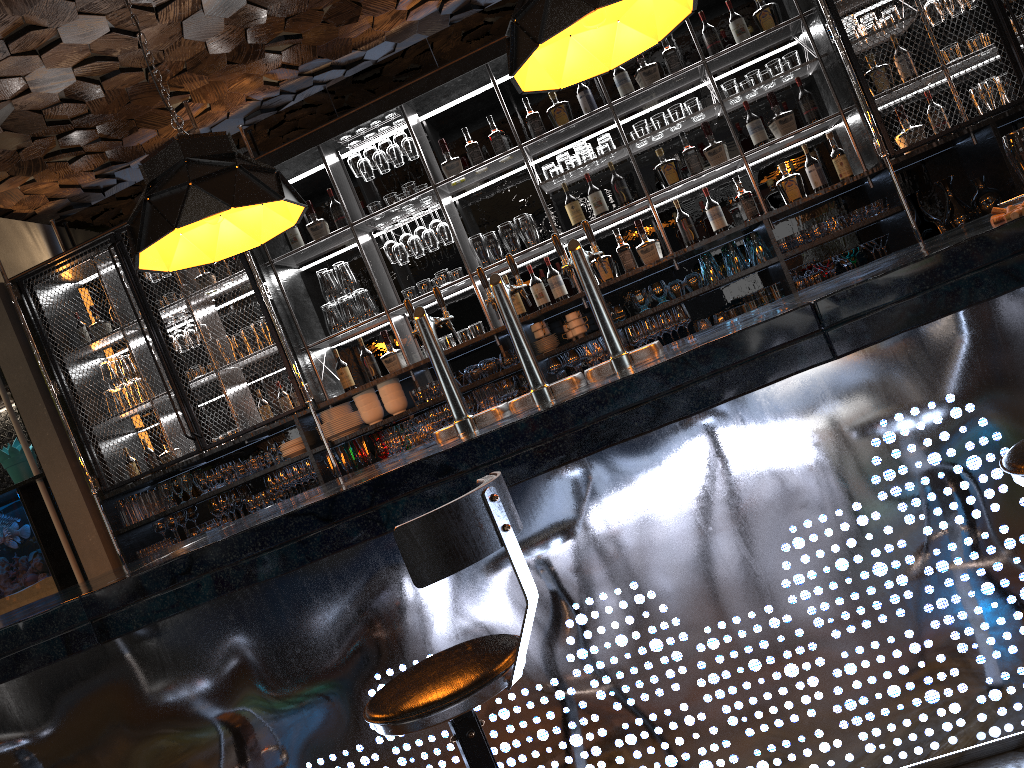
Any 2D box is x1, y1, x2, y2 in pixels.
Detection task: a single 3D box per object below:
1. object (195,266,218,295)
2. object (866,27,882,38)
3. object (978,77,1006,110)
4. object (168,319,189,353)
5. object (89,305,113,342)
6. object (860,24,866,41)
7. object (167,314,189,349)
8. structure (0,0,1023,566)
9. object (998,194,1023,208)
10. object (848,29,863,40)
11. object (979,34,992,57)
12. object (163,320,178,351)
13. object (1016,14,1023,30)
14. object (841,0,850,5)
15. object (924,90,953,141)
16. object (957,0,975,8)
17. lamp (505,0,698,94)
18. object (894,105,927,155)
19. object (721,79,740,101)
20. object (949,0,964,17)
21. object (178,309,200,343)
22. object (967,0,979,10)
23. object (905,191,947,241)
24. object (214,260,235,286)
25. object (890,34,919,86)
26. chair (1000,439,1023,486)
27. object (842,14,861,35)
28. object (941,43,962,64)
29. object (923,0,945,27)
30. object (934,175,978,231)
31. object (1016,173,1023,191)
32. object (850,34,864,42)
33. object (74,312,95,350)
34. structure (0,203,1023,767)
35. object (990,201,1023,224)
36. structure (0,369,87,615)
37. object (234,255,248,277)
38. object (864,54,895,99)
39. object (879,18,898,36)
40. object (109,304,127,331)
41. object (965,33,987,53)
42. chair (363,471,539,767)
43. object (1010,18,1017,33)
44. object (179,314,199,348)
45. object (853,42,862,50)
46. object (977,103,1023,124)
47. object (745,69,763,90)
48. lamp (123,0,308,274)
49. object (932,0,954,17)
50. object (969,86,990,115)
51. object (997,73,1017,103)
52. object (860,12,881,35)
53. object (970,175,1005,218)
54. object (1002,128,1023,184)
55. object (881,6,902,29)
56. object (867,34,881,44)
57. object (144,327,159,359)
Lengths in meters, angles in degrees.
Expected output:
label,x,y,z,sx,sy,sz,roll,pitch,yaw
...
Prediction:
label,x,y,z,sx,sy,sz,roll,pitch,yaw
object,-1.991,-0.704,5.730,0.108,0.244,0.108,-22,0,-1
object,1.985,-1.972,4.897,0.089,0.092,0.089,-22,0,36
object,2.600,-1.542,4.784,0.105,0.209,0.105,-22,0,-4
object,-2.203,-0.315,5.859,0.081,0.213,0.081,-22,0,16
object,-2.734,-0.404,5.867,0.108,0.244,0.108,-22,0,-1
object,2.033,-2.015,5.046,0.089,0.092,0.089,-22,0,-4
object,-2.148,-0.337,5.702,0.081,0.213,0.081,-22,0,16
structure,0.323,-0.710,5.141,6.750,3.553,1.143,-22,0,11
object,1.649,-0.602,2.615,0.273,0.019,0.437,-22,0,11
object,1.877,-1.952,4.892,0.089,0.092,0.089,-22,0,36
object,2.619,-1.882,4.934,0.089,0.092,0.089,-22,0,-14
object,-2.227,-0.305,5.718,0.081,0.213,0.081,-22,0,16
object,2.754,-1.938,4.777,0.089,0.092,0.089,-22,0,-5
object,1.827,-2.272,4.941,0.123,0.279,0.123,-22,0,19
object,2.356,-1.491,4.925,0.086,0.299,0.086,-22,0,-31
object,2.408,-2.158,4.770,0.092,0.244,0.092,-22,0,5
lamp,-0.025,-1.728,2.618,0.582,1.564,0.607,-22,0,11
object,2.203,-1.416,4.939,0.123,0.279,0.123,-22,0,0
object,1.245,-1.668,5.038,0.089,0.092,0.089,-22,0,-4
object,2.436,-2.170,4.933,0.092,0.244,0.092,-22,0,5
object,-2.066,-0.371,5.685,0.081,0.213,0.081,-22,0,16
object,2.526,-2.207,4.914,0.092,0.244,0.092,-22,0,5
object,2.264,-0.908,4.893,0.186,0.307,0.186,-22,0,16
object,-1.867,-0.757,5.704,0.073,0.246,0.072,-22,0,-4
object,2.176,-1.808,4.943,0.086,0.298,0.086,-22,0,-31
chair,1.104,0.299,1.469,0.476,1.108,0.419,-22,0,26
object,1.867,-1.976,4.892,0.089,0.092,0.089,-22,0,36
object,2.388,-1.787,4.809,0.089,0.092,0.089,-22,0,-5
object,2.336,-2.129,4.953,0.092,0.244,0.092,-22,0,5
object,2.425,-0.977,4.860,0.170,0.313,0.170,-22,0,5
object,2.718,-1.053,4.676,0.079,0.231,0.079,-23,0,-44
object,1.885,-1.931,4.892,0.089,0.092,0.089,-22,0,36
object,-2.873,-0.357,5.934,0.075,0.260,0.075,-22,0,-31
structure,-0.013,0.443,2.764,6.009,1.685,1.214,-22,0,11
object,1.243,-0.434,2.126,0.377,0.045,0.198,-23,0,-41
structure,-4.862,1.325,6.368,4.269,3.734,0.705,-22,0,11
object,-1.735,-0.811,5.677,0.073,0.246,0.072,-22,0,26
object,2.043,-1.726,4.957,0.151,0.248,0.094,-22,0,20
object,2.131,-2.033,5.022,0.089,0.092,0.089,-22,0,36
object,-2.612,-0.465,5.857,0.075,0.261,0.075,-22,0,-31
object,2.536,-1.848,4.837,0.089,0.092,0.089,-22,0,11
chair,-0.010,0.758,1.645,0.476,1.108,0.419,-22,0,26
object,2.656,-1.897,4.750,0.089,0.092,0.089,-22,0,-5
object,-2.124,-0.347,5.843,0.081,0.213,0.081,-22,0,16
object,1.929,-1.950,5.030,0.089,0.092,0.089,-22,0,34
object,2.748,-1.500,4.798,0.437,0.019,0.273,-22,0,11
object,1.381,-1.725,5.040,0.089,0.092,0.089,-22,0,10
lamp,-1.273,-1.215,2.991,0.582,1.564,0.607,-22,0,11
object,2.308,-2.117,4.791,0.092,0.244,0.092,-22,0,5
object,2.613,-1.547,4.898,0.105,0.209,0.105,-22,0,-4
object,2.720,-1.591,4.823,0.105,0.209,0.105,-22,0,-4
object,1.977,-1.991,4.897,0.089,0.092,0.089,-22,0,36
object,2.556,-0.996,4.779,0.158,0.248,0.158,-22,0,5
object,1.600,-0.685,2.736,0.105,0.209,0.105,-22,0,36
object,2.082,-2.013,4.865,0.089,0.092,0.089,-22,0,-29
object,2.041,-1.996,5.046,0.089,0.092,0.089,-22,0,-29
object,-2.314,-0.269,5.736,0.081,0.213,0.081,-22,0,16
